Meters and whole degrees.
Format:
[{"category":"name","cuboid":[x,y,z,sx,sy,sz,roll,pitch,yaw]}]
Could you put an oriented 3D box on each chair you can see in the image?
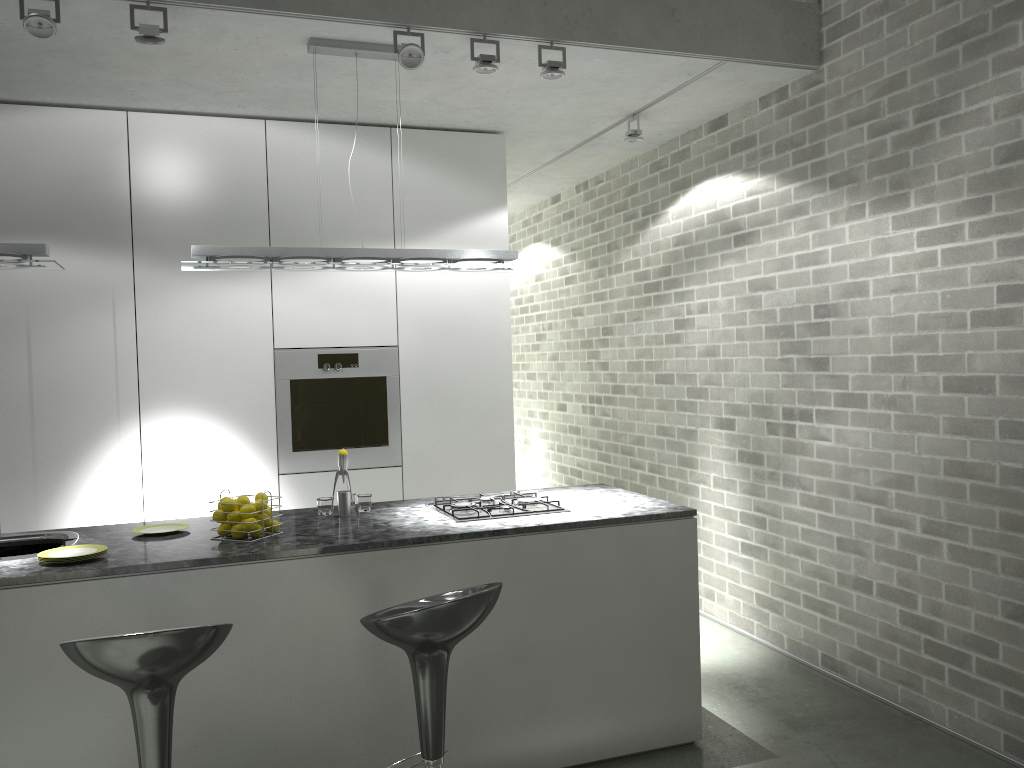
[{"category":"chair","cuboid":[-0.247,1.086,2.810,0.457,0.931,0.464,-3,2,-39]},{"category":"chair","cuboid":[-1.028,1.116,2.563,0.457,0.931,0.464,-2,2,-6]}]

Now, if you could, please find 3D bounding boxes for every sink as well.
[{"category":"sink","cuboid":[-2.126,0.389,3.204,0.987,1.023,0.546,-2,2,-20]}]

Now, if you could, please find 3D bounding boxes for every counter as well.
[{"category":"counter","cuboid":[-1.443,1.073,3.343,4.400,0.960,0.900,-2,2,-20]}]

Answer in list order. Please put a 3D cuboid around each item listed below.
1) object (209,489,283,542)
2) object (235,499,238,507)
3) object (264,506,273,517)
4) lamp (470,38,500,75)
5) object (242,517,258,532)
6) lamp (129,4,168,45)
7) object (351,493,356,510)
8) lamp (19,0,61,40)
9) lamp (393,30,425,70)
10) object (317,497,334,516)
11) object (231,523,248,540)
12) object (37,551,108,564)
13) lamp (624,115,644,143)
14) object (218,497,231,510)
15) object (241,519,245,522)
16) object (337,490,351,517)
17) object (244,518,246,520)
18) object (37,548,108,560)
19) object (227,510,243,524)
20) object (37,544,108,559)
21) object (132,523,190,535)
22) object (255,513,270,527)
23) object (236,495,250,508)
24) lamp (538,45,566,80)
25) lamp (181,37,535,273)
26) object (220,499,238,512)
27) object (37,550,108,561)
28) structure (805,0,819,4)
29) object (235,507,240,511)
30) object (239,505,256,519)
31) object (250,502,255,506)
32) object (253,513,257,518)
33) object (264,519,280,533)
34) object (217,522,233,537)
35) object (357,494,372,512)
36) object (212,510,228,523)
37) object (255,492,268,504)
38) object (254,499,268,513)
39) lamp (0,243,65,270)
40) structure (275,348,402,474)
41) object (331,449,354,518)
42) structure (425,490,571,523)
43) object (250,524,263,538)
[{"category":"object","cuboid":[-1.011,0.492,3.375,0.207,0.174,0.189,-1,2,25]},{"category":"object","cuboid":[-1.067,0.469,3.418,0.053,0.051,0.063,-1,2,16]},{"category":"object","cuboid":[-0.948,0.496,3.412,0.053,0.054,0.061,-1,2,16]},{"category":"lamp","cuboid":[-0.114,-1.394,3.763,0.109,0.135,0.109,-1,2,28]},{"category":"object","cuboid":[-0.973,0.523,3.289,0.052,0.054,0.061,-1,2,37]},{"category":"lamp","cuboid":[-1.359,-1.336,3.323,0.115,0.151,0.115,-1,2,23]},{"category":"object","cuboid":[-0.724,0.520,3.914,0.063,0.070,0.064,-1,2,18]},{"category":"lamp","cuboid":[-1.693,-1.322,3.180,0.115,0.151,0.115,-1,2,23]},{"category":"lamp","cuboid":[-0.417,-1.372,3.635,0.131,0.154,0.098,-2,2,-20]},{"category":"object","cuboid":[-0.800,0.525,3.808,0.063,0.070,0.064,-1,2,18]},{"category":"object","cuboid":[-1.018,0.550,3.321,0.064,0.063,0.074,-2,2,-9]},{"category":"object","cuboid":[-1.504,0.595,3.041,0.216,0.017,0.217,-1,2,13]},{"category":"lamp","cuboid":[0.695,-1.456,5.072,0.109,0.132,0.109,-1,2,22]},{"category":"object","cuboid":[-1.089,0.459,3.369,0.052,0.060,0.057,-3,2,-42]},{"category":"object","cuboid":[-1.022,0.543,3.364,0.057,0.060,0.052,-2,2,-24]},{"category":"object","cuboid":[-0.707,0.506,3.744,0.060,0.106,0.060,-3,2,-26]},{"category":"object","cuboid":[-1.054,0.547,3.451,0.053,0.053,0.061,-1,2,15]},{"category":"object","cuboid":[-1.505,0.585,3.041,0.216,0.017,0.217,-1,2,13]},{"category":"object","cuboid":[-1.038,0.499,3.324,0.052,0.053,0.062,-1,2,32]},{"category":"object","cuboid":[-1.505,0.580,3.041,0.216,0.017,0.217,-1,2,13]},{"category":"object","cuboid":[-1.390,0.578,3.514,0.216,0.017,0.217,-2,2,6]},{"category":"object","cuboid":[-0.947,0.513,3.353,0.051,0.055,0.061,0,2,39]},{"category":"object","cuboid":[-1.021,0.449,3.369,0.051,0.053,0.063,-3,2,-28]},{"category":"lamp","cuboid":[0.175,-1.406,3.868,0.109,0.135,0.109,-1,2,28]},{"category":"lamp","cuboid":[-0.662,-0.984,3.855,1.490,0.964,0.290,-2,2,-20]},{"category":"object","cuboid":[-1.061,0.455,3.324,0.063,0.051,0.053,-1,2,18]},{"category":"object","cuboid":[-1.505,0.590,3.041,0.216,0.017,0.217,-1,2,13]},{"category":"structure","cuboid":[-1.143,-2.204,3.384,5.560,0.972,0.070,-2,2,-20]},{"category":"object","cuboid":[-1.052,0.495,3.378,0.064,0.053,0.051,-3,2,-27]},{"category":"object","cuboid":[-0.987,0.476,3.311,0.061,0.052,0.053,-2,2,-17]},{"category":"object","cuboid":[-1.001,0.479,3.409,0.055,0.051,0.061,-3,2,-36]},{"category":"object","cuboid":[-0.978,0.510,3.358,0.051,0.053,0.062,-2,2,-22]},{"category":"object","cuboid":[-0.922,0.546,3.407,0.053,0.052,0.062,-1,2,9]},{"category":"object","cuboid":[-1.078,0.546,3.336,0.060,0.057,0.052,-3,2,-28]},{"category":"object","cuboid":[-0.643,0.519,3.869,0.064,0.070,0.063,-2,2,-12]},{"category":"object","cuboid":[-1.097,0.499,3.343,0.063,0.051,0.053,-1,2,29]},{"category":"object","cuboid":[-0.966,0.448,3.422,0.050,0.060,0.059,-3,2,-30]},{"category":"object","cuboid":[-0.952,0.462,3.357,0.051,0.053,0.063,-2,2,-17]},{"category":"lamp","cuboid":[-2.480,-0.911,3.196,1.490,0.964,0.290,-2,2,-20]},{"category":"structure","cuboid":[-0.974,0.146,5.029,0.692,0.680,0.036,-2,2,-20]},{"category":"object","cuboid":[-0.707,0.415,3.756,0.101,0.288,0.088,-1,2,10]},{"category":"structure","cuboid":[-0.073,0.519,3.827,0.500,0.038,0.500,-2,2,-20]},{"category":"object","cuboid":[-0.961,0.550,3.329,0.051,0.053,0.063,-2,2,-22]}]
